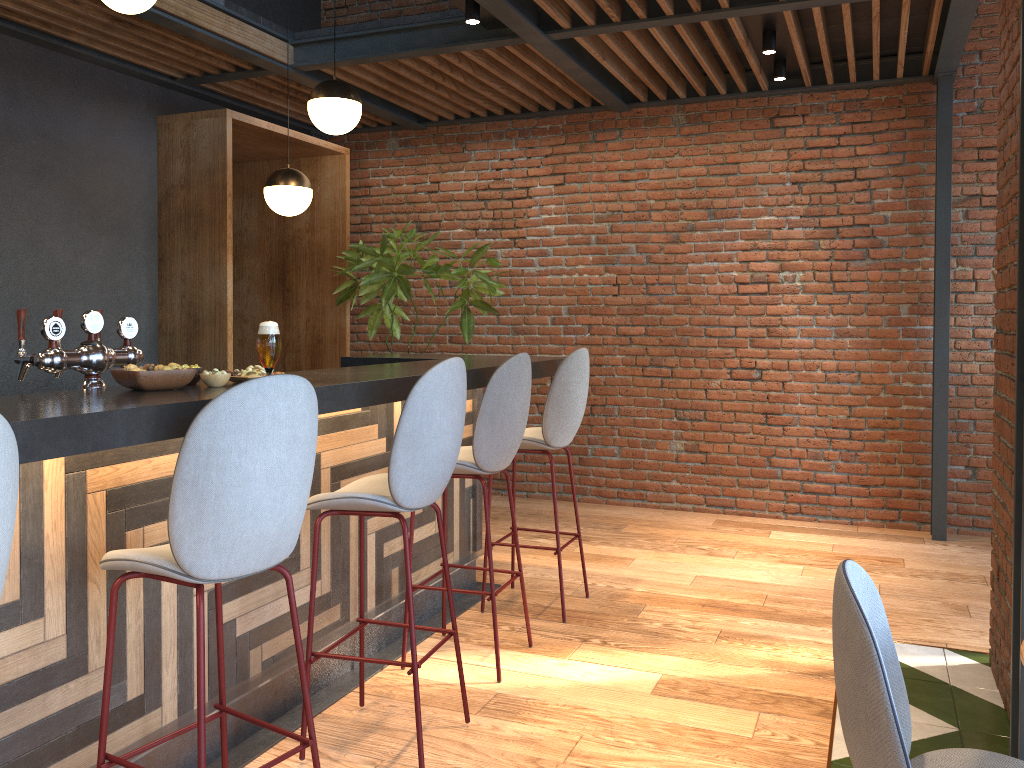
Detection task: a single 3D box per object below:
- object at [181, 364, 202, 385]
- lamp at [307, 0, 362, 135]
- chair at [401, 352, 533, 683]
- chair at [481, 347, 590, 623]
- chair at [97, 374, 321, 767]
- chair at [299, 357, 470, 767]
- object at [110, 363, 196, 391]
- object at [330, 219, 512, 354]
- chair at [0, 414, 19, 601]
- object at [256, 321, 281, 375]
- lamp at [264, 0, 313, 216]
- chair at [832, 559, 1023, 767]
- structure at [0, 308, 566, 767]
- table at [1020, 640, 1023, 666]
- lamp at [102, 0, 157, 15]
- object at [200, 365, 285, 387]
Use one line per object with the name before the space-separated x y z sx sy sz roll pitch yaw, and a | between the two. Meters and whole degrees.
object | -0.944 -0.027 2.548 0.078 0.060 0.108 2 4 30
lamp | -0.882 -3.143 4.394 0.268 3.790 0.268 1 2 32
chair | -0.180 0.490 3.580 0.508 1.242 0.419 1 2 20
chair | 0.112 0.443 4.252 0.508 1.242 0.419 1 2 22
chair | -0.732 0.589 2.155 0.508 1.242 0.418 1 2 34
chair | -0.404 0.530 2.845 0.508 1.242 0.419 1 2 19
object | -0.962 -0.021 2.376 0.168 0.072 0.168 3 5 42
object | -0.734 -0.142 6.454 1.517 2.094 1.084 1 2 28
chair | -1.095 0.637 1.459 0.508 1.242 0.418 1 2 28
object | -0.693 -0.089 2.525 0.070 0.182 0.070 2 2 43
lamp | -1.255 -2.840 4.952 0.268 3.790 0.268 1 2 43
chair | 0.873 0.805 1.679 0.508 0.886 0.419 1 2 23
structure | -1.917 0.449 3.003 2.917 1.394 4.928 2 4 22
table | 1.266 0.888 1.514 0.699 0.746 0.700 -1 3 -21
lamp | -1.628 -3.469 3.713 0.268 3.790 0.268 1 1 28
object | -0.813 -0.026 2.594 0.164 0.052 0.292 2 5 31
